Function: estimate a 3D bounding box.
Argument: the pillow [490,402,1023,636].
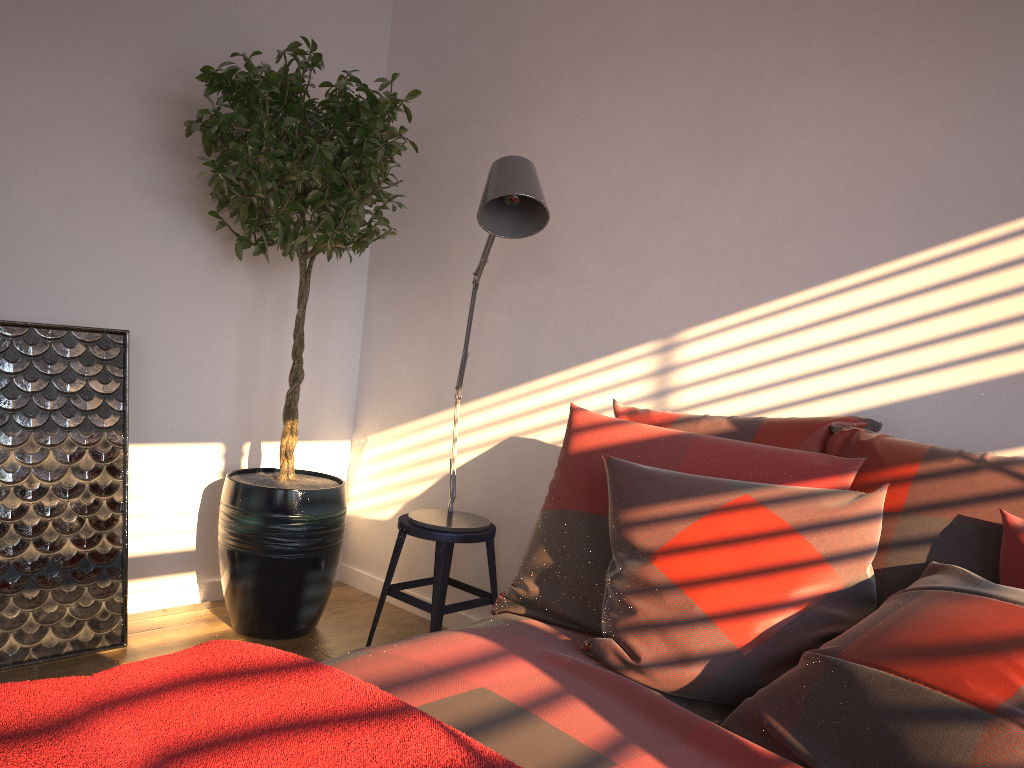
[{"bbox_3d":[0.720,0.424,1.747,1.805,0.554,0.528,9,6,42],"label":"pillow"}]

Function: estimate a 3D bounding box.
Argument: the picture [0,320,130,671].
[{"bbox_3d":[-1.609,0.323,2.504,0.209,1.032,1.025,12,7,42],"label":"picture"}]

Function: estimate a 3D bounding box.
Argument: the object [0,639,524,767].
[{"bbox_3d":[-0.166,0.764,0.787,2.631,0.663,0.683,9,5,43],"label":"object"}]

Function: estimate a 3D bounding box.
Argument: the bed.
[{"bbox_3d":[0.306,0.723,1.254,2.026,0.774,2.314,9,5,41],"label":"bed"}]

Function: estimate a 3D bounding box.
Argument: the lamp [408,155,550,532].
[{"bbox_3d":[-0.120,-0.073,2.700,0.279,1.133,0.784,6,5,-7],"label":"lamp"}]

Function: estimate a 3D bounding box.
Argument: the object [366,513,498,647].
[{"bbox_3d":[-0.244,0.709,3.032,0.336,0.483,0.342,11,7,42],"label":"object"}]

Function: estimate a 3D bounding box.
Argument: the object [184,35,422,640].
[{"bbox_3d":[-0.798,-0.131,3.086,0.801,2.030,0.808,1,8,-44],"label":"object"}]

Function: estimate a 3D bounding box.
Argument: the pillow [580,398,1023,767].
[{"bbox_3d":[0.753,0.460,1.672,2.131,0.737,1.144,9,5,40],"label":"pillow"}]
